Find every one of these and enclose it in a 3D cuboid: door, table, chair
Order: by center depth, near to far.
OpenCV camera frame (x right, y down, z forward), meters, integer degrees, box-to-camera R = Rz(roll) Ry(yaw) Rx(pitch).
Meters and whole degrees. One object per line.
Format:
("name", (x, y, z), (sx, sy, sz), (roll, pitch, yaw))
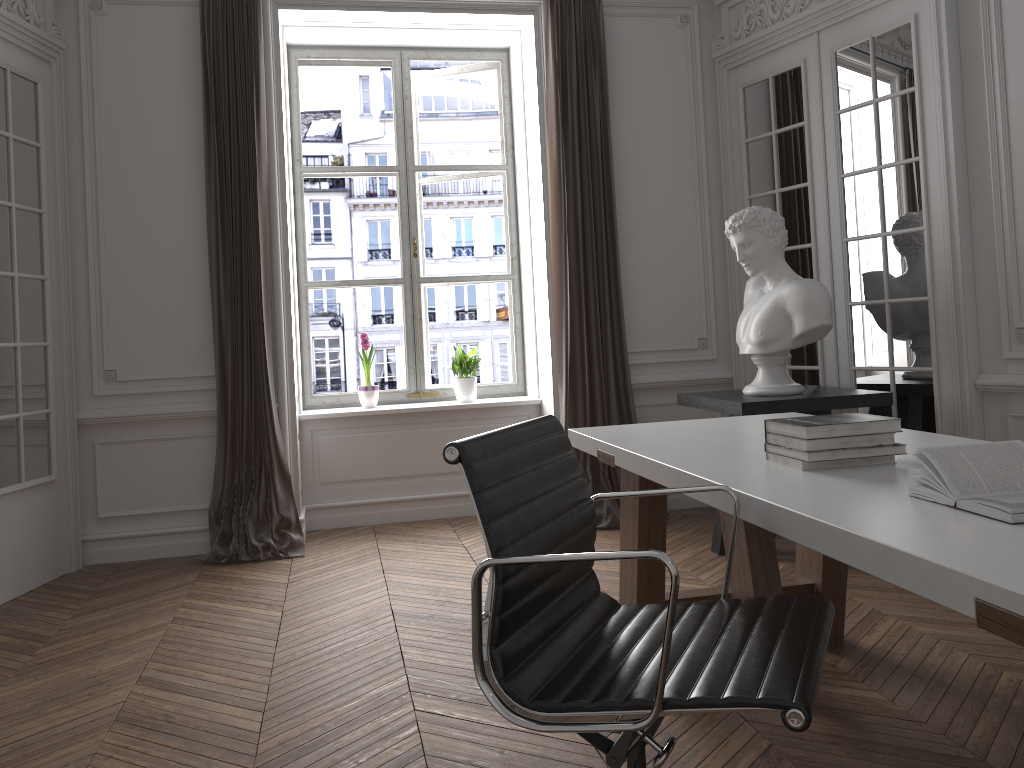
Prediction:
("chair", (0.264, 0.539, 1.609), (0.667, 0.925, 0.694), (-3, 0, 15))
("table", (0.921, 0.569, 2.016), (0.901, 0.749, 2.621), (-3, 3, -11))
("door", (-2.403, -0.350, 3.856), (0.086, 2.741, 1.563), (-3, 0, 4))
("table", (1.334, 0.418, 4.348), (0.768, 0.751, 0.767), (-3, 1, -11))
("door", (1.705, -0.605, 4.697), (0.086, 2.741, 1.561), (-2, -1, -27))

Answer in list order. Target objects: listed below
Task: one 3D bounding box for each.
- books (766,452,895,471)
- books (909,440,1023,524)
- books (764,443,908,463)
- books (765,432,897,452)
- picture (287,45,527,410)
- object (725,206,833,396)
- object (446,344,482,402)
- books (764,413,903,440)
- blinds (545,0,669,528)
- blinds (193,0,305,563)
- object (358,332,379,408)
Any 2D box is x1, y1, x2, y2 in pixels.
("books", (0.781, 0.181, 2.177), (0.242, 0.023, 0.191), (-3, 3, -9))
("books", (0.902, 0.169, 1.603), (0.226, 0.096, 0.279), (-3, 3, -10))
("books", (0.789, 0.158, 2.171), (0.259, 0.023, 0.212), (-4, 3, -11))
("books", (0.779, 0.133, 2.173), (0.240, 0.028, 0.191), (-4, 3, -13))
("picture", (0.155, -1.213, 2.149), (13.219, 4.812, 13.223), (-4, 3, -19))
("object", (1.262, -0.412, 4.311), (0.393, 0.926, 0.633), (-3, 0, -11))
("object", (-0.291, -0.073, 5.602), (0.215, 0.370, 0.284), (-3, 0, -33))
("books", (0.786, 0.102, 2.174), (0.259, 0.032, 0.191), (-4, 3, -13))
("blinds", (0.446, -0.765, 5.064), (0.778, 3.108, 0.341), (-3, -1, -17))
("blinds", (-1.455, -0.649, 4.712), (0.581, 3.109, 0.309), (-3, -1, -6))
("object", (-0.901, -0.089, 5.518), (0.129, 0.477, 0.129), (-4, -1, 39))
